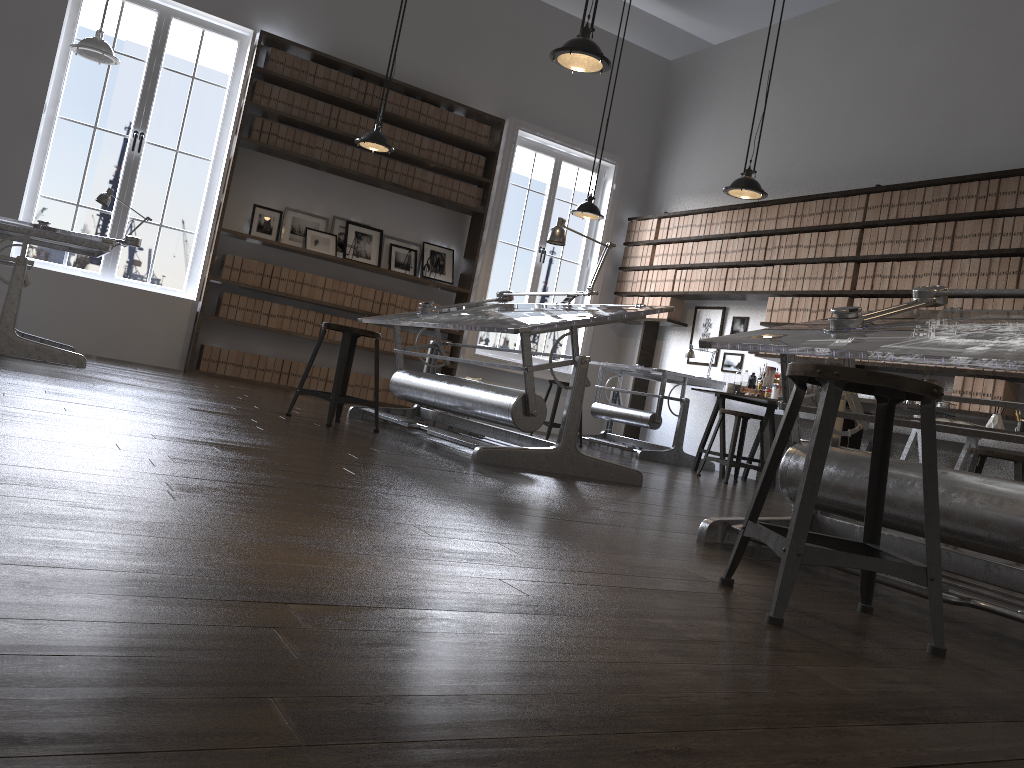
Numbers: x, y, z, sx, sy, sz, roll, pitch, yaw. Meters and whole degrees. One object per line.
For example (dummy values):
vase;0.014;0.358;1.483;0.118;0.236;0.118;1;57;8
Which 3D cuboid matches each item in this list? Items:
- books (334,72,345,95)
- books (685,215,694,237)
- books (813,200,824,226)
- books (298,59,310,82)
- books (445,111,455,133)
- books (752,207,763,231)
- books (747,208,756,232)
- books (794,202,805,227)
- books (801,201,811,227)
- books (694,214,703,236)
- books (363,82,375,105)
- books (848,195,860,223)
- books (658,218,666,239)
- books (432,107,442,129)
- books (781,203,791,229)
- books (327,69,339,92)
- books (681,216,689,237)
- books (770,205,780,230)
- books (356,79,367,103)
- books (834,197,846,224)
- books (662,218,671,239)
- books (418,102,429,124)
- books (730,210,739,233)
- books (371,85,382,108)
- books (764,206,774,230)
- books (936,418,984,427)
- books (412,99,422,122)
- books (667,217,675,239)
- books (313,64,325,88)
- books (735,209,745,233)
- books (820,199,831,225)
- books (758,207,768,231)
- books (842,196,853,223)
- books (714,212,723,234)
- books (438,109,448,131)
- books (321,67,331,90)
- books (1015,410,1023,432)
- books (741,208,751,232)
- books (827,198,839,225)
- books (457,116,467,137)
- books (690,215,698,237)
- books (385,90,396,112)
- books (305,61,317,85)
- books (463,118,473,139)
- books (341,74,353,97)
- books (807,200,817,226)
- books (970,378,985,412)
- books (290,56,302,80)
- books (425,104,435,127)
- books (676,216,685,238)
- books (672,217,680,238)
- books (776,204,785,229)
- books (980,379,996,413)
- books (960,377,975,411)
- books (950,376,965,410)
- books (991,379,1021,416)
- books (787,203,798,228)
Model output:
books;-1.611;-2.735;8.137;0.066;0.226;0.175;13;-3;-30
books;1.813;-1.535;8.743;0.174;0.226;0.067;12;-4;-30
books;2.602;-1.398;7.353;0.174;0.226;0.067;12;-4;-30
books;-1.899;-2.792;7.970;0.066;0.226;0.175;13;-3;-30
books;-0.648;-2.543;8.690;0.066;0.226;0.175;13;-3;-30
books;2.262;-1.457;7.956;0.173;0.226;0.067;12;-4;-30
books;2.231;-1.462;8.021;0.174;0.226;0.067;12;-4;-30
books;2.502;-1.415;7.540;0.174;0.226;0.067;12;-4;-30
books;2.538;-1.409;7.480;0.173;0.226;0.067;12;-4;-30
books;1.880;-1.524;8.631;0.174;0.226;0.067;12;-4;-30
books;-1.365;-2.686;8.274;0.066;0.226;0.175;13;-3;-30
books;2.778;-1.367;7.051;0.173;0.226;0.067;12;-4;-30
books;1.607;-1.571;9.119;0.174;0.226;0.067;12;-4;-30
books;-0.769;-2.567;8.626;0.066;0.226;0.175;13;-3;-30
books;2.430;-1.428;7.663;0.174;0.226;0.067;12;-4;-30
books;-1.666;-2.745;8.099;0.066;0.226;0.175;13;-3;-30
books;1.785;-1.540;8.804;0.174;0.226;0.067;12;-4;-30
books;2.363;-1.439;7.774;0.174;0.226;0.067;12;-4;-30
books;-1.431;-2.699;8.242;0.066;0.226;0.175;13;-3;-30
books;2.711;-1.379;7.173;0.174;0.226;0.067;12;-4;-30
books;1.639;-1.566;9.052;0.174;0.226;0.067;12;-4;-30
books;-0.887;-2.591;8.550;0.066;0.226;0.175;13;-3;-30
books;2.123;-1.481;8.206;0.174;0.226;0.067;12;-4;-30
books;-1.304;-2.674;8.316;0.066;0.226;0.175;13;-3;-30
books;2.335;-1.444;7.835;0.174;0.226;0.067;12;-4;-30
books;2.773;0.249;5.440;0.255;0.029;0.355;11;-1;-30
books;-0.948;-2.603;8.514;0.066;0.226;0.175;13;-3;-30
books;1.680;-1.558;8.989;0.174;0.226;0.067;12;-4;-30
books;-1.777;-2.768;8.038;0.066;0.226;0.175;13;-3;-30
books;2.157;-1.475;8.150;0.174;0.226;0.067;12;-4;-30
books;2.638;-1.391;7.290;0.174;0.226;0.067;12;-4;-30
books;2.300;-1.450;7.897;0.173;0.226;0.067;12;-4;-30
books;2.747;-1.372;7.113;0.173;0.226;0.067;12;-4;-30
books;2.019;-1.499;8.386;0.173;0.226;0.067;12;-4;-30
books;-0.709;-2.555;8.658;0.066;0.226;0.175;13;-3;-30
books;-1.725;-2.757;8.070;0.066;0.226;0.175;13;-3;-30
books;3.130;0.258;5.186;0.383;0.148;0.295;11;-1;-30
books;2.189;-1.470;8.083;0.174;0.226;0.067;12;-4;-30
books;2.673;-1.385;7.237;0.174;0.226;0.067;12;-4;-30
books;-0.534;-2.521;8.759;0.066;0.226;0.175;13;-3;-30
books;1.850;-1.529;8.687;0.174;0.226;0.067;12;-4;-30
books;-1.185;-2.650;8.381;0.066;0.226;0.175;13;-3;-30
books;-1.838;-2.780;8.001;0.066;0.226;0.175;13;-3;-30
books;-0.476;-2.509;8.788;0.066;0.226;0.175;13;-3;-30
books;-1.551;-2.723;8.172;0.066;0.226;0.175;13;-3;-30
books;2.569;-1.403;7.417;0.173;0.226;0.067;12;-4;-30
books;3.139;0.085;5.881;0.173;0.226;0.067;12;-4;-30
books;-1.960;-2.804;7.937;0.066;0.226;0.175;13;-3;-30
books;-0.827;-2.579;8.588;0.066;0.226;0.175;13;-3;-30
books;1.750;-1.546;8.866;0.173;0.226;0.067;12;-4;-30
books;1.712;-1.553;8.925;0.173;0.226;0.067;12;-4;-30
books;2.400;-1.433;7.718;0.174;0.226;0.067;12;-4;-30
books;3.171;0.091;5.818;0.173;0.226;0.067;12;-4;-30
books;3.104;0.079;5.943;0.174;0.226;0.067;12;-4;-30
books;3.066;0.073;5.999;0.174;0.226;0.067;12;-4;-30
books;3.210;0.098;5.758;0.174;0.226;0.067;12;-4;-30
books;2.464;-1.422;7.599;0.174;0.226;0.067;12;-4;-30
